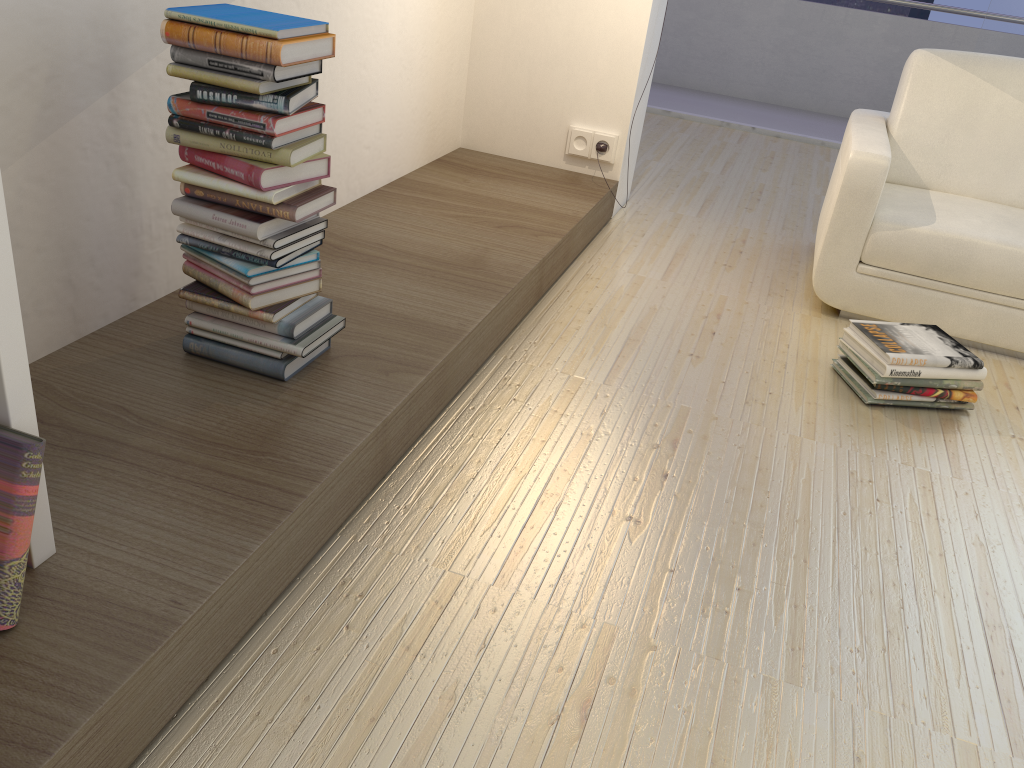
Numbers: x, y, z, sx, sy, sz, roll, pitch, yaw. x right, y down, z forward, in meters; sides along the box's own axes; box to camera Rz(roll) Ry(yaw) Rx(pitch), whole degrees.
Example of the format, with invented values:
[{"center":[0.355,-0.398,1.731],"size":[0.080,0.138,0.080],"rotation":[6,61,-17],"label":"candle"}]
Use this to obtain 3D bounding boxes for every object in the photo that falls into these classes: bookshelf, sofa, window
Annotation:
[{"center":[-1.066,-0.087,0.373],"size":[0.465,1.396,1.599],"rotation":[15,29,13],"label":"bookshelf"},{"center":[2.221,-0.539,3.028],"size":[2.166,0.862,0.941],"rotation":[15,29,13],"label":"sofa"},{"center":[4.255,-2.214,4.651],"size":[2.988,2.706,0.012],"rotation":[15,29,13],"label":"window"}]

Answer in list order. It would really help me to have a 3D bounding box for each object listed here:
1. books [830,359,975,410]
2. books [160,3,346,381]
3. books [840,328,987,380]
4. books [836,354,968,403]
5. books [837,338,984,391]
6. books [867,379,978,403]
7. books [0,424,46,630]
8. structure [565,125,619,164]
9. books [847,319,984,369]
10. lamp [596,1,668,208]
[{"center":[1.142,0.001,2.608],"size":[0.328,0.018,0.247],"rotation":[4,28,-9],"label":"books"},{"center":[-0.518,-0.387,1.827],"size":[0.329,0.694,0.270],"rotation":[15,29,13],"label":"books"},{"center":[1.155,-0.086,2.561],"size":[0.319,0.038,0.247],"rotation":[1,29,-13],"label":"books"},{"center":[1.138,-0.015,2.599],"size":[0.287,0.018,0.247],"rotation":[3,28,-10],"label":"books"},{"center":[1.150,-0.057,2.577],"size":[0.328,0.027,0.247],"rotation":[4,28,-9],"label":"books"},{"center":[1.166,-0.031,2.590],"size":[0.287,0.025,0.247],"rotation":[8,28,-1],"label":"books"},{"center":[-0.970,0.342,0.792],"size":[0.274,0.281,1.125],"rotation":[19,30,19],"label":"books"},{"center":[0.327,-0.980,3.632],"size":[0.206,0.114,0.028],"rotation":[15,29,13],"label":"structure"},{"center":[1.153,-0.114,2.546],"size":[0.287,0.025,0.247],"rotation":[3,28,-10],"label":"books"},{"center":[0.477,-1.440,3.096],"size":[0.204,1.841,0.891],"rotation":[13,28,9],"label":"lamp"}]
